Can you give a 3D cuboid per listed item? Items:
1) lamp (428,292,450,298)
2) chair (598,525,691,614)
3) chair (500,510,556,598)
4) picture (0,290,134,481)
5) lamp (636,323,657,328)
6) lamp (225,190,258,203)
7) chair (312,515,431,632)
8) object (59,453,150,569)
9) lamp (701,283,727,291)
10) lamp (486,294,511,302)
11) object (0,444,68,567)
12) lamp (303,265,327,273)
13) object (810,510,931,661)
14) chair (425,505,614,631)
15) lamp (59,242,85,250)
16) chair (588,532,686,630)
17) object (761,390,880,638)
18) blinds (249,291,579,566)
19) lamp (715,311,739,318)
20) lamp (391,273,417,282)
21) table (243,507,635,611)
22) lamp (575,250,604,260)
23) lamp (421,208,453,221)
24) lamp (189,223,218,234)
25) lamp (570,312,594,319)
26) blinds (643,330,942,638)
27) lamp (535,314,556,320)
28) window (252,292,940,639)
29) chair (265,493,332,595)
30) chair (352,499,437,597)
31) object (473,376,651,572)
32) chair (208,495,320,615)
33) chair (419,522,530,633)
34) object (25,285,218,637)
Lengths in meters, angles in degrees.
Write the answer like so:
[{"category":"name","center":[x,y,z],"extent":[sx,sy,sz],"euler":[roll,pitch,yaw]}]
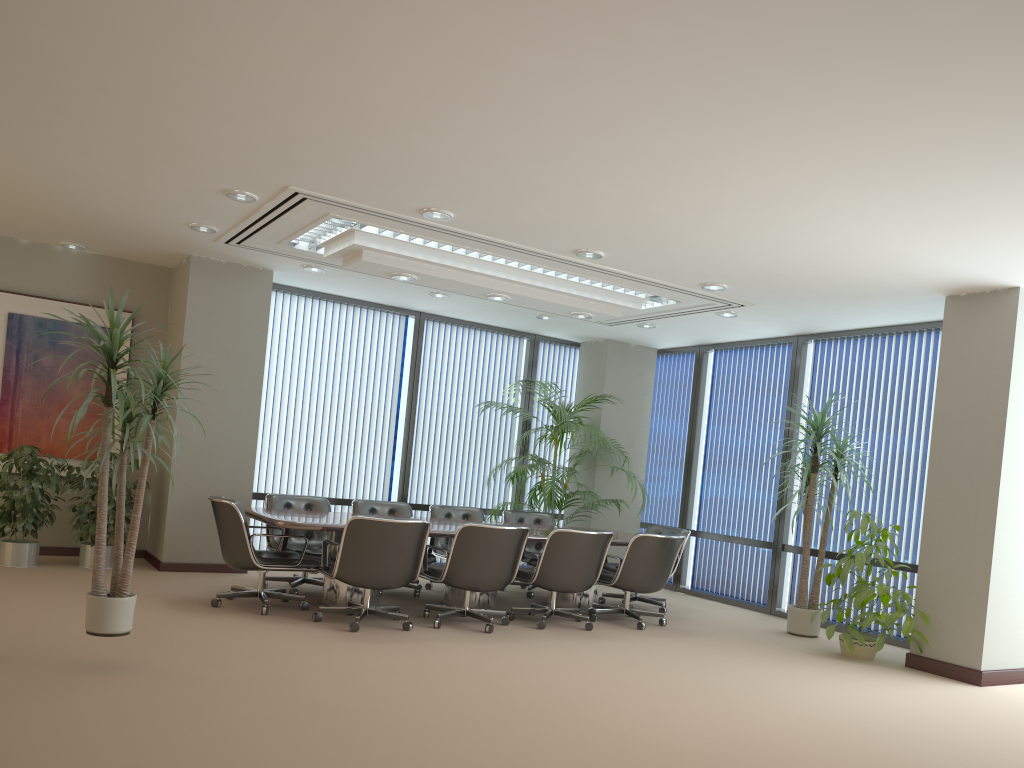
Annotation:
[{"category":"lamp","center":[-0.762,-0.923,9.187],"extent":[0.225,0.035,0.226],"euler":[6,-5,-7]},{"category":"chair","center":[1.361,1.887,9.112],"extent":[0.857,0.858,0.757],"euler":[7,-3,-31]},{"category":"chair","center":[0.287,1.814,9.436],"extent":[0.762,0.858,0.851],"euler":[7,-3,-26]},{"category":"picture","center":[-4.491,0.048,8.674],"extent":[1.302,1.746,0.058],"euler":[7,0,-31]},{"category":"lamp","center":[1.493,-0.644,9.782],"extent":[0.226,0.035,0.225],"euler":[8,-6,-21]},{"category":"lamp","center":[-1.920,-1.325,6.255],"extent":[0.226,0.035,0.225],"euler":[8,-6,-27]},{"category":"chair","center":[-1.085,1.415,6.740],"extent":[0.757,0.858,0.855],"euler":[7,-3,-27]},{"category":"object","center":[-3.894,1.185,8.378],"extent":[0.736,1.092,0.800],"euler":[6,-2,1]},{"category":"lamp","center":[1.743,-0.833,7.621],"extent":[0.225,0.035,0.226],"euler":[6,-5,-7]},{"category":"lamp","center":[-0.126,-0.784,8.061],"extent":[0.225,0.035,0.226],"euler":[6,-5,-7]},{"category":"object","center":[-4.400,1.098,7.993],"extent":[0.795,1.092,0.740],"euler":[4,-2,41]},{"category":"lamp","center":[-1.899,-1.102,8.492],"extent":[0.225,0.035,0.225],"euler":[7,-6,-14]},{"category":"object","center":[3.016,1.730,7.391],"extent":[0.975,1.312,0.861],"euler":[5,-2,30]},{"category":"chair","center":[-0.023,1.674,8.316],"extent":[0.762,0.856,2.524],"euler":[7,-5,-31]},{"category":"lamp","center":[-4.252,-1.329,8.525],"extent":[0.226,0.035,0.225],"euler":[8,-6,-21]},{"category":"chair","center":[1.089,1.757,8.064],"extent":[0.739,0.858,0.850],"euler":[7,-3,-36]},{"category":"object","center":[2.858,1.231,8.315],"extent":[1.012,2.312,1.037],"euler":[5,-1,34]},{"category":"blinds","center":[-0.762,0.743,10.802],"extent":[4.921,2.907,0.031],"euler":[8,-1,-31]},{"category":"lamp","center":[2.129,-0.686,8.731],"extent":[0.226,0.035,0.224],"euler":[10,-7,-41]},{"category":"lamp","center":[-0.930,-0.911,7.570],"extent":[0.225,0.035,0.225],"euler":[7,-6,-14]},{"category":"table","center":[-0.360,1.673,8.100],"extent":[4.091,0.748,1.504],"euler":[9,-5,-31]},{"category":"lamp","center":[0.606,-1.012,6.926],"extent":[0.225,0.035,0.226],"euler":[6,-5,-7]},{"category":"lamp","center":[-0.531,-1.192,6.231],"extent":[0.226,0.035,0.224],"euler":[10,-7,-41]},{"category":"lamp","center":[-2.556,-1.283,7.306],"extent":[0.225,0.035,0.225],"euler":[7,-6,-14]},{"category":"lamp","center":[0.678,-0.657,8.552],"extent":[0.225,0.035,0.226],"euler":[6,-5,-7]},{"category":"blinds","center":[2.862,1.007,9.895],"extent":[0.051,2.903,4.921],"euler":[5,-3,-31]},{"category":"lamp","center":[0.375,-0.744,9.883],"extent":[0.225,0.035,0.226],"euler":[6,-5,-7]},{"category":"window","center":[1.084,0.888,10.371],"extent":[7.355,2.910,3.551],"euler":[4,-3,14]},{"category":"chair","center":[-1.880,1.472,8.113],"extent":[0.763,0.858,0.850],"euler":[7,-3,-36]},{"category":"chair","center":[-1.178,1.588,8.590],"extent":[0.763,0.858,0.850],"euler":[7,-3,-31]},{"category":"object","center":[0.525,1.129,10.557],"extent":[2.170,2.477,2.090],"euler":[6,-2,-10]},{"category":"chair","center":[-2.017,1.354,7.047],"extent":[0.857,0.858,0.757],"euler":[7,-3,-31]},{"category":"chair","center":[-0.313,1.531,7.160],"extent":[0.763,0.858,0.850],"euler":[7,-3,-31]},{"category":"object","center":[-2.117,0.435,4.743],"extent":[0.802,1.831,0.821],"euler":[5,-1,34]}]
